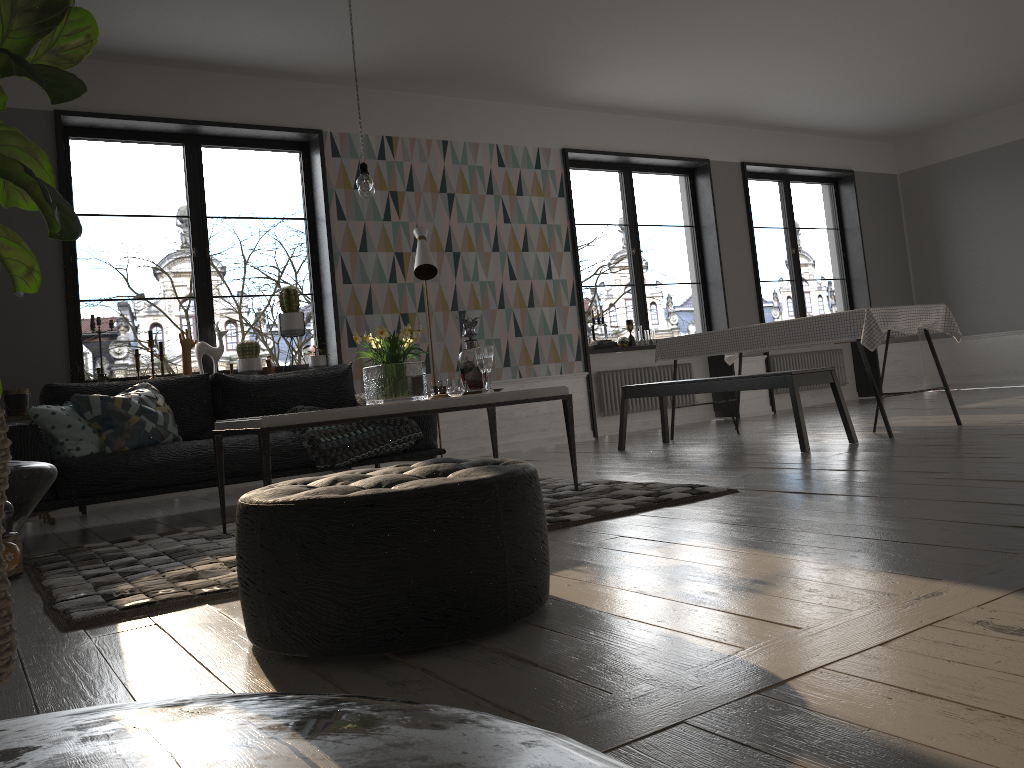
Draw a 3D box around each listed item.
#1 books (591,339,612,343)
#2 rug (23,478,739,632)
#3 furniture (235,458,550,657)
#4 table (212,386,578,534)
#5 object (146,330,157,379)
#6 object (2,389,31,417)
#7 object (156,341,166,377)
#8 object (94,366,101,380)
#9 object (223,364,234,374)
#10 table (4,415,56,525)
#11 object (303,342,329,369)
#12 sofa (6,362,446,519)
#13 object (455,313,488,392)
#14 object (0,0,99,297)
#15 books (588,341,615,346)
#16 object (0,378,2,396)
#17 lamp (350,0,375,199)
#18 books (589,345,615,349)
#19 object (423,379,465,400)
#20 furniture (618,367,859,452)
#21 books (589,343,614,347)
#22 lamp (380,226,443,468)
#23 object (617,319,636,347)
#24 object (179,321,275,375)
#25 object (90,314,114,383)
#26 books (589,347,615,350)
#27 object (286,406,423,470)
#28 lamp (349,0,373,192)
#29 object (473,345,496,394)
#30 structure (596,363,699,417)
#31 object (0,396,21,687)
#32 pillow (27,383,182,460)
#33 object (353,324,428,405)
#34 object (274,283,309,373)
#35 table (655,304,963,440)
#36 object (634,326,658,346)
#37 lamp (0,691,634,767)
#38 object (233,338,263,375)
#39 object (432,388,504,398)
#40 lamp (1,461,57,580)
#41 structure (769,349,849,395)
[{"bbox_3d":[0.815,-0.389,8.090,0.154,0.017,0.123,-6,0,-31],"label":"books"},{"bbox_3d":[-0.589,0.589,3.734,2.532,0.034,1.761,-6,0,-32],"label":"rug"},{"bbox_3d":[-0.281,0.384,2.137,0.732,0.358,0.736,-7,-1,44],"label":"furniture"},{"bbox_3d":[-0.507,0.340,4.005,1.459,0.513,0.728,-5,-2,-32],"label":"table"},{"bbox_3d":[-2.449,-0.188,6.018,0.123,0.377,0.122,-4,-4,-28],"label":"object"},{"bbox_3d":[-2.921,0.114,5.219,0.138,0.161,0.141,-6,-2,6],"label":"object"},{"bbox_3d":[-2.412,-0.154,6.096,0.076,0.302,0.075,-6,-4,-2],"label":"object"},{"bbox_3d":[-2.754,-0.045,5.902,0.084,0.152,0.084,-4,-4,-29],"label":"object"},{"bbox_3d":[-1.993,-0.093,6.289,0.123,0.099,0.122,-5,-2,-10],"label":"object"},{"bbox_3d":[-3.073,0.518,5.114,0.744,0.682,0.337,-4,-4,-32],"label":"table"},{"bbox_3d":[-1.443,-0.202,6.561,0.171,0.204,0.245,-4,-2,-30],"label":"object"},{"bbox_3d":[-1.588,0.317,4.933,2.345,0.801,0.965,-5,-2,-33],"label":"sofa"},{"bbox_3d":[-0.205,-0.157,4.526,0.148,0.419,0.155,-5,-4,-13],"label":"object"},{"bbox_3d":[-0.938,-0.252,1.364,0.507,0.968,0.546,-9,-4,43],"label":"object"},{"bbox_3d":[0.811,-0.369,8.091,0.199,0.022,0.161,-6,0,-32],"label":"books"},{"bbox_3d":[-1.850,-0.248,2.745,0.415,1.155,0.565,-6,-3,7],"label":"object"},{"bbox_3d":[-0.166,-1.692,3.895,1.391,1.543,0.074,-7,-4,26],"label":"lamp"},{"bbox_3d":[0.781,-0.335,8.081,0.272,0.019,0.183,-6,0,-33],"label":"books"},{"bbox_3d":[-0.303,0.023,4.356,0.278,0.088,0.246,-6,-1,35],"label":"object"},{"bbox_3d":[1.373,0.184,5.781,0.466,0.457,1.661,-4,-1,-32],"label":"furniture"},{"bbox_3d":[0.789,-0.350,8.082,0.216,0.011,0.173,-6,0,-27],"label":"books"},{"bbox_3d":[-0.551,-0.248,6.415,0.681,1.710,1.239,-3,-4,-34],"label":"lamp"},{"bbox_3d":[1.063,-0.471,8.257,0.195,0.258,0.114,-5,-4,-22],"label":"object"},{"bbox_3d":[-2.022,-0.242,6.301,0.664,0.412,0.134,-5,-4,-31],"label":"object"},{"bbox_3d":[-2.727,-0.218,5.847,0.162,0.492,0.144,-6,-4,4],"label":"object"},{"bbox_3d":[0.785,-0.320,8.072,0.268,0.011,0.161,-6,0,-30],"label":"books"},{"bbox_3d":[-0.921,0.274,5.012,0.668,0.330,0.488,-5,-2,-37],"label":"object"},{"bbox_3d":[-0.151,-1.694,3.757,1.391,1.543,0.074,-7,-4,26],"label":"lamp"},{"bbox_3d":[-0.128,-0.067,4.315,0.082,0.228,0.167,-4,-3,-21],"label":"object"},{"bbox_3d":[1.309,0.048,8.514,1.225,0.430,0.148,-5,-3,-34],"label":"structure"},{"bbox_3d":[-0.679,0.109,0.866,0.329,0.308,0.781,-4,-1,-32],"label":"object"},{"bbox_3d":[-2.100,0.187,4.566,0.441,0.363,0.799,-7,-2,40],"label":"pillow"},{"bbox_3d":[-0.558,-0.089,4.060,0.352,0.352,0.323,-4,-3,-30],"label":"object"},{"bbox_3d":[-1.625,-0.418,6.507,0.227,0.673,0.235,-8,-4,28],"label":"object"},{"bbox_3d":[2.004,-0.044,6.243,0.933,0.787,2.015,-5,-1,-33],"label":"table"},{"bbox_3d":[1.269,-0.458,8.396,0.268,0.193,0.152,-5,-3,-32],"label":"object"},{"bbox_3d":[-0.119,0.316,0.151,0.433,0.439,0.430,-5,-2,-11],"label":"lamp"},{"bbox_3d":[-1.909,-0.195,6.421,0.212,0.284,0.234,-7,-3,32],"label":"object"},{"bbox_3d":[-0.233,0.048,4.468,0.319,0.015,0.245,-6,0,-32],"label":"object"},{"bbox_3d":[-1.941,0.514,3.322,0.432,0.439,0.431,-6,-2,-2],"label":"lamp"},{"bbox_3d":[3.282,-0.144,9.776,1.225,0.430,0.148,-5,-3,-34],"label":"structure"}]
